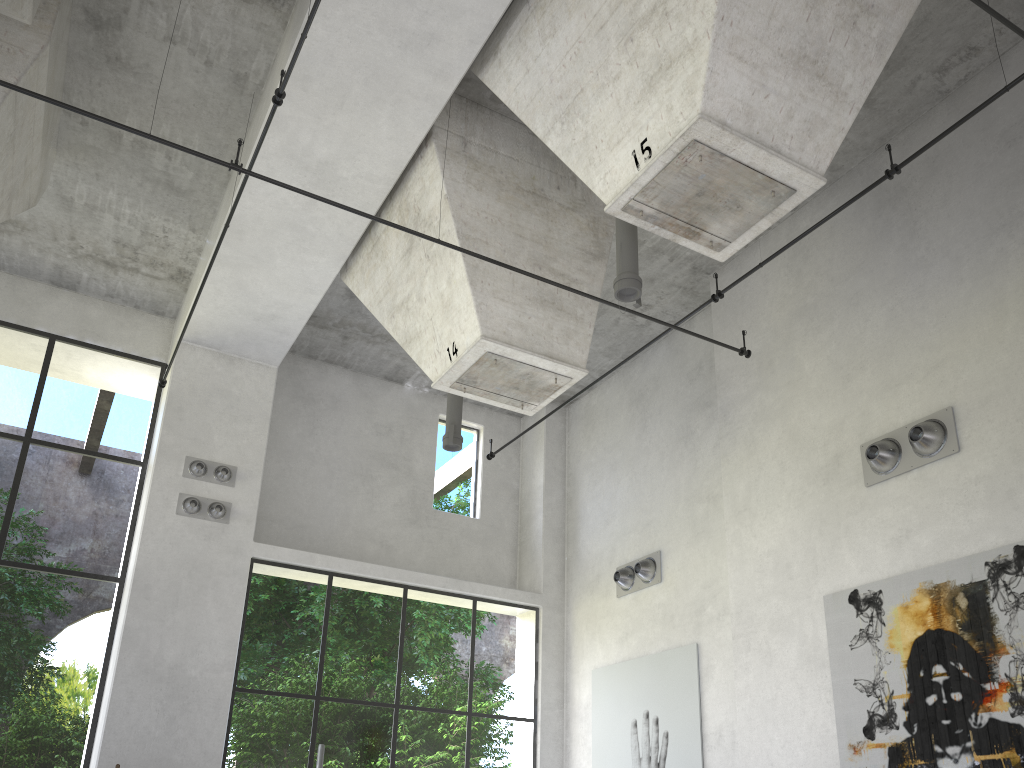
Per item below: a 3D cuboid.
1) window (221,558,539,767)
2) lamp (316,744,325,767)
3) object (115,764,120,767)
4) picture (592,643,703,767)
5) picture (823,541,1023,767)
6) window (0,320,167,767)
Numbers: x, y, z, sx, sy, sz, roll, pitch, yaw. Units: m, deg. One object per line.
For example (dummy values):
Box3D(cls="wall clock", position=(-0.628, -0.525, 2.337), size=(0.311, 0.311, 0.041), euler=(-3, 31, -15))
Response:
Box3D(cls="window", position=(-1.630, 5.109, 12.026), size=(4.625, 4.658, 0.021), euler=(15, -26, -27))
Box3D(cls="lamp", position=(-1.643, 3.997, 7.047), size=(0.604, 2.049, 0.600), euler=(14, -25, -26))
Box3D(cls="object", position=(-4.397, 5.177, 9.432), size=(0.703, 2.041, 0.710), euler=(13, -25, -25))
Box3D(cls="picture", position=(1.721, 5.097, 11.538), size=(0.021, 2.873, 2.426), euler=(13, -27, -25))
Box3D(cls="picture", position=(3.701, 2.999, 7.416), size=(0.021, 2.873, 2.445), euler=(13, -27, -25))
Box3D(cls="window", position=(-7.757, 2.394, 10.121), size=(6.044, 7.473, 0.069), euler=(15, -26, -27))
